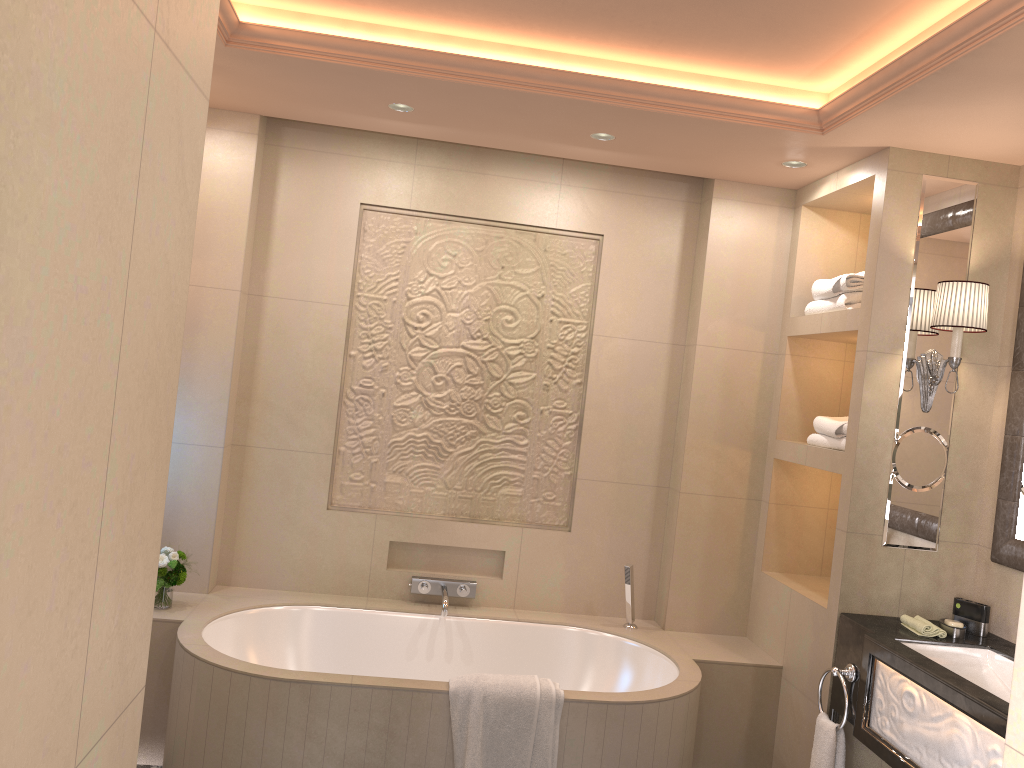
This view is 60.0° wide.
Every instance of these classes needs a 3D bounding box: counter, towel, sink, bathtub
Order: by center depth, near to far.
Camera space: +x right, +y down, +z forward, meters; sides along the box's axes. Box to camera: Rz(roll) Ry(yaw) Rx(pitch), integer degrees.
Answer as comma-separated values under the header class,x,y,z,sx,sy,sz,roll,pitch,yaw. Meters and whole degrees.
class,x,y,z,sx,sy,sz,roll,pitch,yaw
sink,1.409,0.911,2.474,0.349,0.135,0.760,6,0,-7
counter,1.395,1.261,2.478,0.543,0.858,1.330,6,0,-7
towel,-0.043,1.180,2.903,0.374,0.463,0.453,6,0,-5
towel,1.373,0.806,2.962,0.096,0.039,0.149,6,0,0
towel,1.037,1.344,2.969,0.116,0.455,0.173,6,0,-25
towel,-0.098,-0.258,3.340,3.195,0.726,0.517,6,0,-6
bathtub,-0.278,1.233,3.341,2.662,0.540,1.060,6,0,-7

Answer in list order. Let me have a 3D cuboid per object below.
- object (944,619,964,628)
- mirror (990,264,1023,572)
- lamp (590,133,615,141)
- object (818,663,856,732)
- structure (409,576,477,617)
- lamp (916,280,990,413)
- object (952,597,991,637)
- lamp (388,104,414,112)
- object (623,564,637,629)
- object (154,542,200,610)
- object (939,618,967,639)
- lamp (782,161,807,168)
class,x,y,z,sx,sy,sz,roll,pitch,yaw
object,1.472,0.798,2.954,0.051,0.022,0.077,6,0,13
mirror,1.790,-0.034,2.498,0.040,1.320,1.130,6,0,-7
lamp,0.349,-0.975,3.377,0.097,0.069,0.097,6,0,-10
object,1.097,1.048,2.975,0.074,0.226,0.203,6,0,-7
structure,-0.291,0.897,3.739,0.290,0.097,0.259,6,0,-7
lamp,1.498,-0.118,3.022,0.174,0.444,0.223,6,0,-7
object,1.563,0.794,3.023,0.038,0.104,0.124,6,0,-32
lamp,-0.408,-1.058,3.289,0.097,0.069,0.097,6,0,10
object,0.508,0.906,3.793,0.059,0.280,0.114,6,0,38
object,-1.323,0.719,3.369,0.197,0.252,0.229,6,0,35
object,1.475,0.819,2.972,0.080,0.035,0.133,6,0,12
lamp,1.107,-0.891,3.464,0.097,0.069,0.097,6,0,-30
